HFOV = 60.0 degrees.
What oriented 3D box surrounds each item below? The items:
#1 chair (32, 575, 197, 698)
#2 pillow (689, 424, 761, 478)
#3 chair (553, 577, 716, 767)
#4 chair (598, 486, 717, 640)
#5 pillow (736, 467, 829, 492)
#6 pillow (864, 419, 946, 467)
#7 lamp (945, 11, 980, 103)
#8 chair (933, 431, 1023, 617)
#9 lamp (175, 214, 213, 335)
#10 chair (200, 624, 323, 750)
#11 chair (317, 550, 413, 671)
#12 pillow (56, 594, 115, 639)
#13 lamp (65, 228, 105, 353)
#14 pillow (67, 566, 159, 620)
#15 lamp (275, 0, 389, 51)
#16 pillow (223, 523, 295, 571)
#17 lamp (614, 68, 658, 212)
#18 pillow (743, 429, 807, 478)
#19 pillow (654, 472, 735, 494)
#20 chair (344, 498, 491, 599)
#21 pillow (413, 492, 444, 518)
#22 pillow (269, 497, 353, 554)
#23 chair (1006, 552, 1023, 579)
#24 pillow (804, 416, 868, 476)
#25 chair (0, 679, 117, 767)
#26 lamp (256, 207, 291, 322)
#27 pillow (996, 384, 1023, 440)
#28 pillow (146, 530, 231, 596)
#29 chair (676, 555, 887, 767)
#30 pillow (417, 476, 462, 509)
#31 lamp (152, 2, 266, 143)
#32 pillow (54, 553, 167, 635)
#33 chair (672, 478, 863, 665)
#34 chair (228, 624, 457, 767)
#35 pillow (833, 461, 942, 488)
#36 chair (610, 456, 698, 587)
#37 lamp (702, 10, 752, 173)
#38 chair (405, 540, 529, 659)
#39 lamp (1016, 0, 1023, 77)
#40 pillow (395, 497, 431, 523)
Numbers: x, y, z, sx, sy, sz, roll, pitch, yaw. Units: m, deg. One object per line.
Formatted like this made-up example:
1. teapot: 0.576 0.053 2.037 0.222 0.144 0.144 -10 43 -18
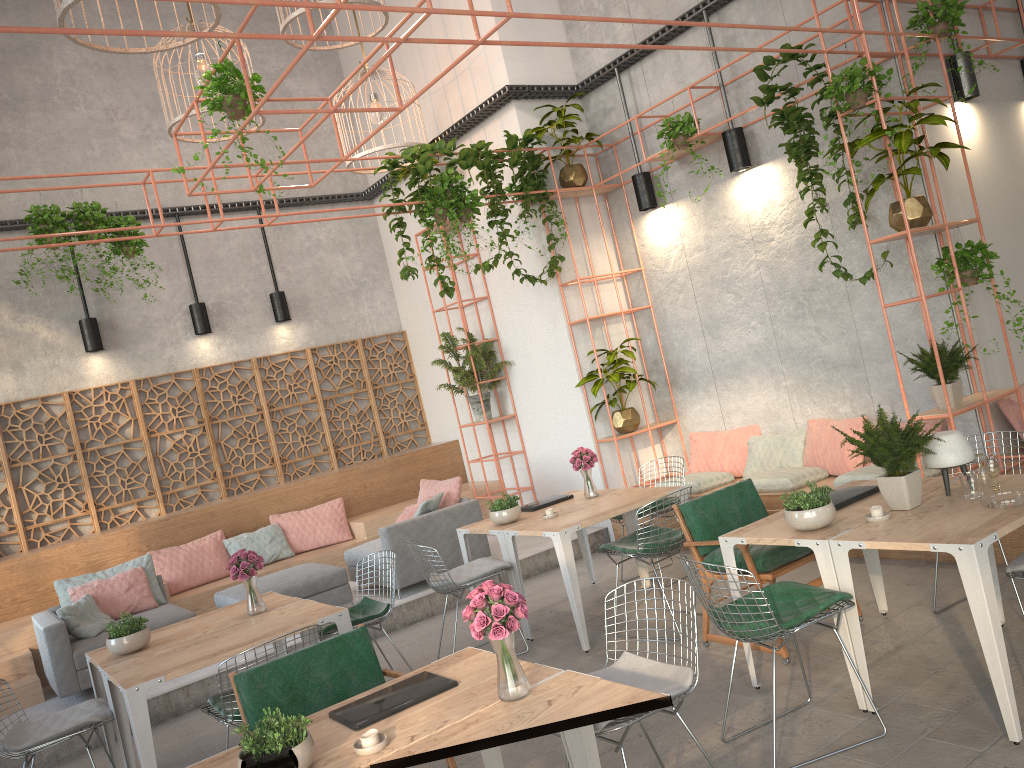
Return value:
1. chair: -3.354 2.092 7.516 1.127 0.586 1.056 -13 0 -34
2. pillow: 2.057 0.673 8.610 0.276 0.474 0.839 -13 0 -43
3. chair: 0.473 1.339 3.539 0.717 0.941 0.565 -13 0 -32
4. chair: 0.981 1.205 6.100 0.565 0.941 0.717 -13 0 -37
5. pillow: 2.286 0.818 7.565 0.491 0.149 0.637 -13 0 -33
6. pillow: 3.095 0.492 6.998 0.289 0.385 0.666 -13 0 -38
7. lamp: 3.419 -2.932 6.969 0.179 1.425 0.185 -13 0 -34
8. chair: 2.715 0.808 5.101 0.717 0.941 0.565 -13 0 -32
9. lamp: -3.761 -1.279 10.349 0.185 1.436 0.185 -13 0 7
10. chair: -1.232 1.728 4.579 0.565 0.941 0.717 -13 0 -37
11. chair: -1.029 1.673 5.928 0.717 0.941 0.565 -13 0 -32
12. pillow: -3.516 1.935 7.392 0.307 0.324 0.499 -13 0 1
13. lamp: -4.722 -1.052 9.689 0.185 1.436 0.185 -13 0 7
14. pillow: -3.499 1.877 7.772 0.666 0.385 0.289 -13 0 -33
15. lamp: -1.834 -4.604 7.235 0.883 3.476 0.883 -13 0 19
16. pillow: -2.697 1.748 9.450 0.666 0.385 0.289 -13 0 -38
17. lamp: 1.190 -2.426 8.766 0.185 1.425 0.179 -13 0 -34
18. pillow: 2.399 0.647 8.064 0.289 0.385 0.666 -13 0 -38
19. pillow: 1.717 0.945 8.437 0.491 0.149 0.637 -13 0 -33
20. chair: -0.957 1.573 8.667 1.052 0.672 1.127 -13 0 -34
21. pillow: -0.826 1.269 8.523 0.308 0.349 0.495 -13 0 16
22. pillow: -2.226 1.589 9.805 0.839 0.474 0.276 -13 0 -13
23. chair: 2.512 0.864 3.753 0.565 0.941 0.717 -13 0 -37
24. pillow: 2.717 0.527 7.521 0.276 0.474 0.839 -13 0 -13
25. chair: -2.527 2.027 4.889 0.717 0.941 0.565 -13 0 -17
26. lamp: -2.969 -1.467 10.893 0.179 1.436 0.185 -13 0 -34
27. pillow: 3.975 0.241 6.731 0.839 0.474 0.276 -13 0 -43
28. pillow: -3.262 1.834 9.093 0.839 0.474 0.276 -13 0 -43
29. chair: 1.217 1.163 4.062 0.717 0.941 0.565 -13 0 -17
30. pillow: -0.756 1.203 8.978 0.273 0.476 0.836 -13 0 -33
31. lamp: -3.131 -4.085 8.234 0.883 3.476 0.883 -13 0 19
32. pillow: -3.577 1.862 7.905 0.839 0.474 0.276 -13 0 -33
33. chair: 1.532 1.086 5.397 0.722 0.917 0.685 -13 0 -34
34. chair: -0.711 1.616 3.836 0.722 0.917 0.685 -13 0 -34
35. pillow: 2.838 0.695 6.720 0.491 0.149 0.637 -13 0 -33
36. chair: 1.184 1.150 7.448 0.717 0.941 0.565 -13 0 -32
37. lamp: 1.846 -2.572 7.761 0.185 1.425 0.179 -13 0 -34
38. chair: -0.314 1.504 6.409 0.717 0.941 0.565 -13 0 -17
39. lamp: 4.397 -3.163 7.641 0.179 1.425 0.185 -13 0 -34
40. pillow: -1.022 1.332 8.929 0.479 0.317 0.441 -13 0 38
